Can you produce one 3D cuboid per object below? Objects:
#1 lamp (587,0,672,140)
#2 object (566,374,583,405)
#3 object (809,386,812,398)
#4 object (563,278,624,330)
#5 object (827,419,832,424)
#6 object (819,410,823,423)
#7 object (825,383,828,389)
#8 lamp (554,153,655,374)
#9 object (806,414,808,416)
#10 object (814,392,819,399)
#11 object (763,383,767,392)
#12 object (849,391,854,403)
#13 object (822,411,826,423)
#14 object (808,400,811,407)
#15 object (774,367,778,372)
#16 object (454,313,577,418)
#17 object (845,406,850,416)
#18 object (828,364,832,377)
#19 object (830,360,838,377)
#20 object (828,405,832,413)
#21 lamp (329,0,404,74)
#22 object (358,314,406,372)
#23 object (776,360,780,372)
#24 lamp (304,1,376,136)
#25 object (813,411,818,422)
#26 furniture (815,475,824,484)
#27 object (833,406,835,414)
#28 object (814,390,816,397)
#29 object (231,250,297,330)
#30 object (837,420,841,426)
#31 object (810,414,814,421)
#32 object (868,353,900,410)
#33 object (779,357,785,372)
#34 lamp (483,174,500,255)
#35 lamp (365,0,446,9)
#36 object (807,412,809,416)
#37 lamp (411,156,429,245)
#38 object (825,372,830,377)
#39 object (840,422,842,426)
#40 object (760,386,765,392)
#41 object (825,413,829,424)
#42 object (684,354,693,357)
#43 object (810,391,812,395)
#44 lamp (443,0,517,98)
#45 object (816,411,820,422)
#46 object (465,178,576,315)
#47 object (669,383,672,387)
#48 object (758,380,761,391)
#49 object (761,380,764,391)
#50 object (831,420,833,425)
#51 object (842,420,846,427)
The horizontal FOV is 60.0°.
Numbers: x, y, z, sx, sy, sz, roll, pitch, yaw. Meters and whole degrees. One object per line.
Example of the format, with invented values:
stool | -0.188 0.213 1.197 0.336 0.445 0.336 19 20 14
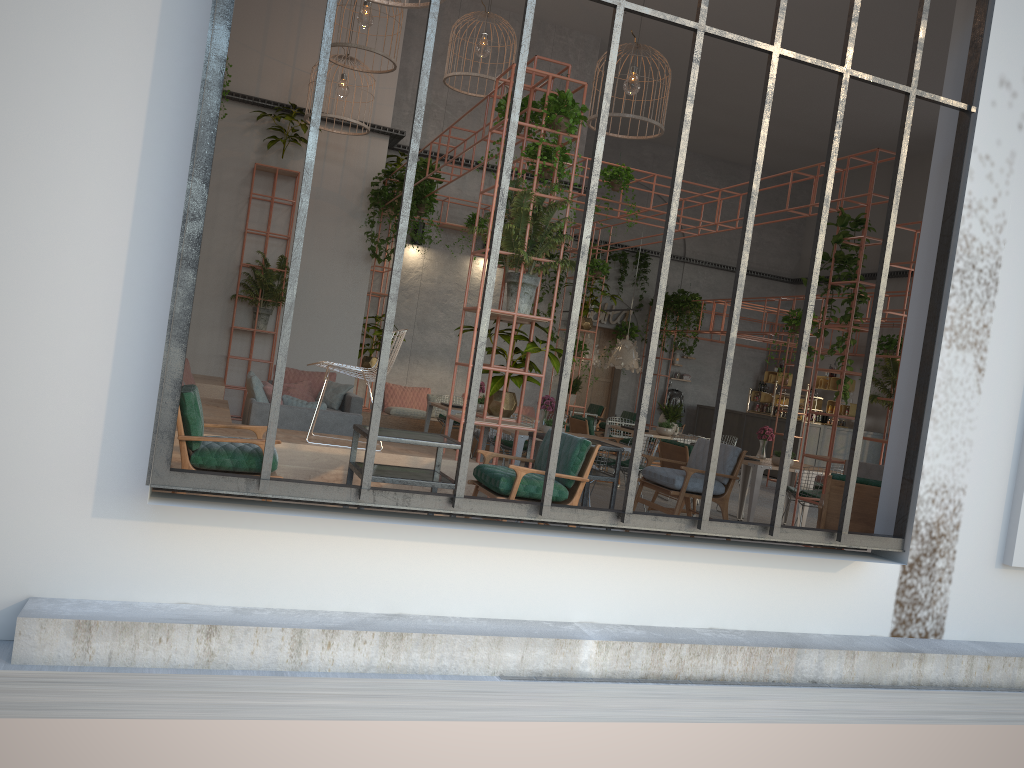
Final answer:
lamp | 1.540 -4.634 10.072 0.883 3.476 0.883 9 1 33
object | 0.986 0.081 14.811 0.438 0.527 0.368 8 1 -19
object | 6.919 0.180 20.513 0.066 0.291 0.066 8 1 -12
object | 1.321 -1.352 14.736 0.934 0.947 0.903 9 1 33
object | 7.050 0.840 19.638 0.115 0.107 0.115 8 1 -22
object | 6.960 0.726 19.938 0.066 0.291 0.066 7 1 -35
object | 7.097 0.050 19.915 0.123 0.142 0.141 8 1 -19
lamp | 1.755 -2.348 18.012 0.704 4.052 4.456 8 1 -19
object | 6.769 0.730 20.436 0.070 0.209 0.070 9 1 31
object | 7.008 0.267 20.435 0.115 0.147 0.115 8 1 -10
object | 6.383 0.062 22.352 0.066 0.291 0.066 9 1 21
object | 7.390 0.283 19.306 0.075 0.273 0.075 8 1 -30
object | 7.042 0.743 19.973 0.065 0.280 0.065 9 1 24
object | 6.840 0.472 20.385 0.072 0.248 0.094 8 1 -19
object | 6.476 -0.355 21.747 0.088 0.123 0.088 9 2 37
object | 0.020 -0.175 7.443 0.934 0.923 0.903 9 2 38
object | 7.282 0.589 19.146 0.131 0.207 0.131 9 1 26
object | 7.218 -0.303 20.140 0.134 0.301 0.134 8 1 -30
object | 7.251 -0.336 19.947 0.134 0.386 0.134 8 1 -30
object | 7.062 0.554 19.664 0.069 0.191 0.069 8 1 -7
lamp | -1.540 -5.513 10.357 0.883 3.476 0.883 9 1 33
object | -2.125 -0.647 13.651 0.934 0.919 0.903 9 2 43
object | 6.605 -0.431 21.955 0.134 0.301 0.134 8 1 -30
lamp | -2.115 -5.209 11.961 0.883 3.476 0.883 9 1 33
object | 6.898 0.736 20.112 0.072 0.248 0.094 8 1 -19
furniture | 5.670 1.827 15.179 0.941 0.446 0.976 8 1 -19
object | 7.114 0.565 19.510 0.069 0.191 0.069 9 1 17
object | 6.996 0.190 20.537 0.066 0.291 0.066 9 1 21
object | -3.498 -1.314 12.570 0.894 1.097 0.900 9 1 10
object | 7.173 0.850 19.459 0.073 0.131 0.073 8 1 -26
object | 6.856 0.743 20.213 0.073 0.219 0.105 8 1 -13
object | 4.240 0.076 9.419 0.894 1.100 0.900 9 1 10
object | 6.638 -0.464 21.761 0.134 0.386 0.134 9 1 15
lamp | -0.299 -2.798 14.642 0.179 1.425 0.185 8 1 -19
lamp | -0.603 -4.420 5.900 0.883 3.476 0.883 9 1 33
object | 6.838 0.740 20.459 0.070 0.209 0.070 9 1 29
lamp | -1.431 -2.955 14.249 0.179 1.425 0.185 8 1 -19
object | 7.089 -0.227 19.932 0.088 0.123 0.088 9 2 37
object | 7.208 0.865 19.555 0.115 0.107 0.115 8 1 -13
object | 6.272 0.122 22.207 0.115 0.147 0.115 9 1 26
object | 7.118 0.750 20.002 0.074 0.287 0.072 9 1 13
object | 4.350 -0.715 21.856 0.263 0.101 0.013 8 1 -19
object | 6.885 0.250 20.392 0.115 0.147 0.115 8 1 -10
lamp | -0.202 -5.561 11.432 0.883 3.476 0.883 9 1 33
object | 6.925 0.742 20.015 0.082 0.246 0.082 9 1 14
object | 0.122 -1.096 6.981 0.894 1.101 0.900 9 1 35
object | 3.892 0.030 21.801 0.093 0.121 0.049 8 1 -17
object | 6.234 0.042 22.302 0.066 0.291 0.066 9 2 41
object | 6.306 0.052 22.327 0.066 0.291 0.066 8 1 -12
object | 7.091 0.848 19.515 0.115 0.107 0.115 9 2 37
object | 7.306 0.868 19.511 0.073 0.131 0.073 8 1 -26
